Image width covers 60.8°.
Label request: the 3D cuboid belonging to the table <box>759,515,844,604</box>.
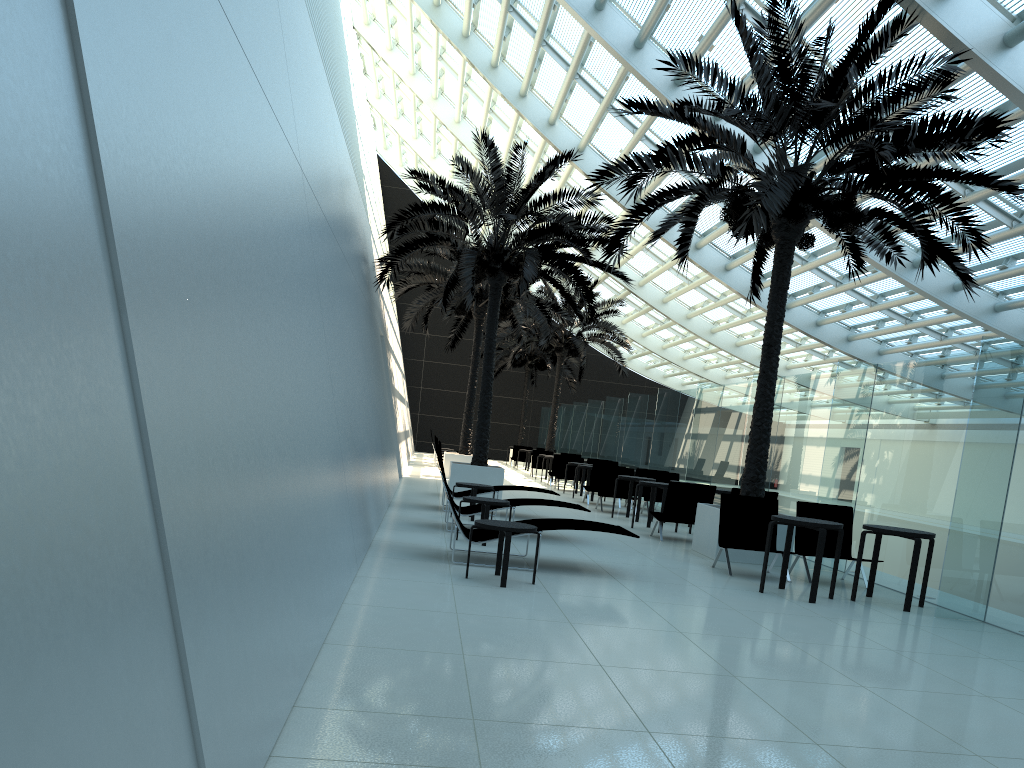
[{"bbox_3d":[2.898,1.743,8.729,0.670,0.789,0.682,9,4,41],"label":"table"}]

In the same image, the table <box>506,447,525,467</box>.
[{"bbox_3d":[0.175,3.061,36.730,0.670,0.789,0.682,9,4,41],"label":"table"}]

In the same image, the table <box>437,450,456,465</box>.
[{"bbox_3d":[-2.190,2.516,29.471,0.547,0.522,0.556,7,2,37],"label":"table"}]

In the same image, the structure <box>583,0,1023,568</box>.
[{"bbox_3d":[3.410,-1.199,11.044,4.799,7.094,4.414,7,4,13],"label":"structure"}]

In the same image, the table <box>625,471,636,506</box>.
[{"bbox_3d":[2.763,2.379,20.031,0.671,0.789,0.681,8,3,37],"label":"table"}]

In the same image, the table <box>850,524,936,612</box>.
[{"bbox_3d":[3.857,1.853,8.835,0.670,0.789,0.682,9,4,41],"label":"table"}]

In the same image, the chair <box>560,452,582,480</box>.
[{"bbox_3d":[1.944,2.711,28.318,0.717,0.896,0.878,6,2,-6],"label":"chair"}]

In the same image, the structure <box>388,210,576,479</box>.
[{"bbox_3d":[-1.055,-0.970,22.327,4.244,6.966,4.628,8,5,28],"label":"structure"}]

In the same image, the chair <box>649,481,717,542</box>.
[{"bbox_3d":[2.510,1.890,12.998,0.717,0.896,0.878,6,2,-6],"label":"chair"}]

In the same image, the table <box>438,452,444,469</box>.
[{"bbox_3d":[-1.943,2.396,26.916,0.548,0.522,0.555,7,2,33],"label":"table"}]

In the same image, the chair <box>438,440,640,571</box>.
[{"bbox_3d":[0.220,1.262,8.862,2.040,1.170,0.911,6,3,-6],"label":"chair"}]

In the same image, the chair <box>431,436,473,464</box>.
[{"bbox_3d":[-1.889,2.287,30.628,2.040,1.170,0.911,6,3,-6],"label":"chair"}]

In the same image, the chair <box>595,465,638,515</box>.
[{"bbox_3d":[2.103,2.079,17.053,0.717,0.896,0.878,6,2,-6],"label":"chair"}]

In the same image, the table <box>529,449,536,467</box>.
[{"bbox_3d":[1.135,3.171,36.836,0.670,0.789,0.682,9,4,41],"label":"table"}]

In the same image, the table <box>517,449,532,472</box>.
[{"bbox_3d":[0.586,2.866,32.582,0.672,0.789,0.681,8,3,32],"label":"table"}]

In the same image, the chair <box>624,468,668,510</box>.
[{"bbox_3d":[2.876,2.267,18.855,0.717,0.896,0.878,6,2,-6],"label":"chair"}]

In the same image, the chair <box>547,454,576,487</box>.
[{"bbox_3d":[1.410,2.425,24.358,0.717,0.896,0.878,6,2,-6],"label":"chair"}]

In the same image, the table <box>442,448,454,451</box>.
[{"bbox_3d":[-2.445,2.640,32.106,0.547,0.522,0.556,7,2,37],"label":"table"}]

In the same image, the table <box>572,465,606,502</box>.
[{"bbox_3d":[1.804,2.269,19.926,0.671,0.789,0.681,8,3,37],"label":"table"}]

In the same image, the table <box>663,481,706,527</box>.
[{"bbox_3d":[3.174,2.185,15.883,0.672,0.789,0.681,8,3,32],"label":"table"}]

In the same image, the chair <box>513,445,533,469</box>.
[{"bbox_3d":[0.473,2.872,33.870,0.717,0.896,0.878,6,2,-6],"label":"chair"}]

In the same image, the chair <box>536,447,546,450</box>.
[{"bbox_3d":[1.247,3.059,35.659,0.717,0.896,0.878,6,2,-6],"label":"chair"}]

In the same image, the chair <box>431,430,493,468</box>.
[{"bbox_3d":[-1.641,2.166,28.073,2.040,1.170,0.911,6,3,-6],"label":"chair"}]

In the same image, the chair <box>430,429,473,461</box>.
[{"bbox_3d":[-2.144,2.411,33.262,2.040,1.170,0.911,6,3,-6],"label":"chair"}]

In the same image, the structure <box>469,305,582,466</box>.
[{"bbox_3d":[0.804,0.080,38.153,4.480,7.092,4.730,4,4,-27],"label":"structure"}]

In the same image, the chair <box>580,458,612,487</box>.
[{"bbox_3d":[2.333,2.531,24.460,0.717,0.896,0.878,6,2,-6],"label":"chair"}]

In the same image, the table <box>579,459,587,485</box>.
[{"bbox_3d":[2.091,2.711,27.059,0.672,0.789,0.681,8,3,32],"label":"table"}]

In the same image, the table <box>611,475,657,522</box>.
[{"bbox_3d":[2.215,2.075,15.778,0.672,0.789,0.681,8,3,32],"label":"table"}]

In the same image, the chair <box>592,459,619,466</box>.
[{"bbox_3d":[2.482,2.450,22.772,0.717,0.896,0.878,6,2,-6],"label":"chair"}]

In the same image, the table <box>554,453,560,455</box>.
[{"bbox_3d":[1.546,2.977,32.688,0.672,0.789,0.681,8,3,32],"label":"table"}]

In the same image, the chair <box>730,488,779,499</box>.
[{"bbox_3d":[3.433,1.996,13.099,0.717,0.896,0.878,6,2,-6],"label":"chair"}]

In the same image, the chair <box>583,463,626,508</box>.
[{"bbox_3d":[1.953,2.161,18.753,0.717,0.896,0.878,6,2,-6],"label":"chair"}]

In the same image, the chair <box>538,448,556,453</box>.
[{"bbox_3d":[1.396,2.977,33.972,0.717,0.896,0.878,6,2,-6],"label":"chair"}]

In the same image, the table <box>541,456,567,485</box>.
[{"bbox_3d":[1.260,2.533,25.531,0.671,0.789,0.681,8,3,37],"label":"table"}]

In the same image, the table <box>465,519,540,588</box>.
[{"bbox_3d":[-0.081,1.491,7.706,0.547,0.522,0.556,7,2,37],"label":"table"}]

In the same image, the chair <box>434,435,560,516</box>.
[{"bbox_3d":[-0.275,1.502,13.972,2.040,1.170,0.911,6,3,-6],"label":"chair"}]

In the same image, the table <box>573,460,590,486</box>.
[{"bbox_3d":[2.220,2.643,25.636,0.671,0.789,0.681,8,3,37],"label":"table"}]

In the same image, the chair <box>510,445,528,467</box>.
[{"bbox_3d":[0.324,2.953,35.558,0.717,0.896,0.878,6,2,-6],"label":"chair"}]

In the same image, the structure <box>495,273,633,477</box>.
[{"bbox_3d":[1.562,-0.304,30.060,4.840,7.094,4.376,5,4,-12],"label":"structure"}]

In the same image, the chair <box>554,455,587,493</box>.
[{"bbox_3d":[1.559,2.344,22.671,0.717,0.896,0.878,6,2,-6],"label":"chair"}]

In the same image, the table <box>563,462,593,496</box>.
[{"bbox_3d":[1.671,2.339,21.383,0.672,0.789,0.681,8,3,32],"label":"table"}]

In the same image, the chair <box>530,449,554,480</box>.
[{"bbox_3d":[1.021,2.605,28.216,0.717,0.896,0.878,6,2,-6],"label":"chair"}]

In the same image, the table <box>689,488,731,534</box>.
[{"bbox_3d":[3.321,2.108,14.276,0.671,0.789,0.681,8,3,37],"label":"table"}]

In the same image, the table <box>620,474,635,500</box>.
[{"bbox_3d":[2.631,2.449,21.488,0.672,0.789,0.681,8,3,32],"label":"table"}]

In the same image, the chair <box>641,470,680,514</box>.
[{"bbox_3d":[3.026,2.185,17.155,0.717,0.896,0.878,6,2,-6],"label":"chair"}]

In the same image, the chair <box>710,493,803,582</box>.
[{"bbox_3d":[2.797,1.742,9.891,0.717,0.896,0.878,6,2,-6],"label":"chair"}]

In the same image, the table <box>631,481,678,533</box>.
[{"bbox_3d":[2.361,1.998,14.170,0.671,0.789,0.681,8,3,37],"label":"table"}]

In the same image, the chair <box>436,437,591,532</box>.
[{"bbox_3d":[-0.027,1.382,11.417,2.040,1.170,0.911,6,3,-6],"label":"chair"}]

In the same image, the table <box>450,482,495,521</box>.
[{"bbox_3d":[-0.576,1.731,12.816,0.547,0.522,0.556,7,2,37],"label":"table"}]

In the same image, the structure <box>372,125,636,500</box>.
[{"bbox_3d":[-0.277,-1.197,16.392,4.667,6.905,4.207,4,5,-27],"label":"structure"}]

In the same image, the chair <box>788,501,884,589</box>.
[{"bbox_3d":[3.720,1.848,9.993,0.717,0.896,0.878,6,2,-6],"label":"chair"}]

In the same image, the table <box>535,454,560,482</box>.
[{"bbox_3d":[1.132,2.601,26.953,0.672,0.789,0.681,8,3,32],"label":"table"}]

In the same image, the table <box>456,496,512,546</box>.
[{"bbox_3d":[-0.329,1.611,10.261,0.547,0.522,0.556,7,2,37],"label":"table"}]
